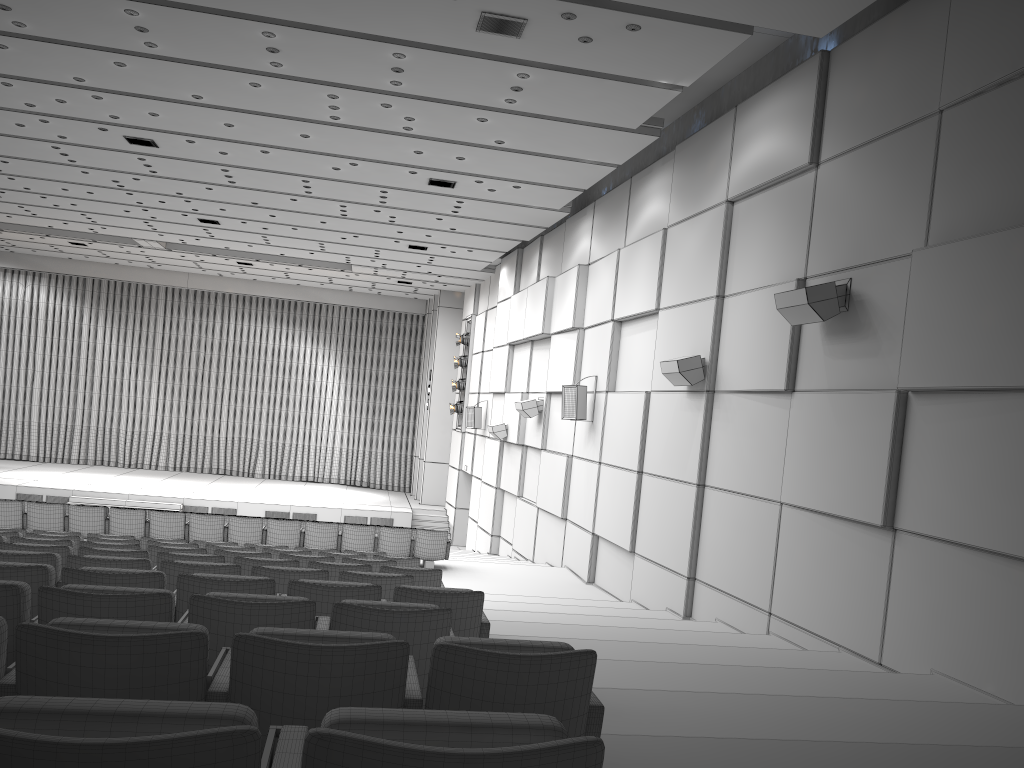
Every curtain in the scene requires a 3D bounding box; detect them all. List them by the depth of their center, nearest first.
[{"bbox_3d":[-10.871,-0.232,29.727,16.149,6.531,1.425,6,2,-10],"label":"curtain"}]

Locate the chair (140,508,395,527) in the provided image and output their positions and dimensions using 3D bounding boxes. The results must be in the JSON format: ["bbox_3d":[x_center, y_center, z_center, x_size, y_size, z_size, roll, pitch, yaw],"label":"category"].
[{"bbox_3d":[-5.562,3.430,20.820,6.057,0.623,0.611,6,0,-10],"label":"chair"}]

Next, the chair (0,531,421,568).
[{"bbox_3d":[-7.697,1.439,8.179,13.766,0.623,0.611,6,0,-10],"label":"chair"}]

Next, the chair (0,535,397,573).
[{"bbox_3d":[-7.525,1.267,7.086,13.215,0.623,0.611,6,0,-10],"label":"chair"}]

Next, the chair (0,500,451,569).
[{"bbox_3d":[-4.218,2.239,13.186,6.608,0.623,0.611,6,0,-10],"label":"chair"}]

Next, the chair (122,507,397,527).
[{"bbox_3d":[-5.413,3.255,19.717,6.607,0.623,0.611,6,0,-10],"label":"chair"}]

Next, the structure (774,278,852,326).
[{"bbox_3d":[2.695,-0.747,7.953,0.471,0.418,0.519,5,0,-14],"label":"structure"}]

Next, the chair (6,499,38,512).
[{"bbox_3d":[-13.239,2.471,18.342,6.607,0.623,0.611,6,0,-10],"label":"chair"}]

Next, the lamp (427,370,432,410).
[{"bbox_3d":[-2.447,0.212,27.726,0.437,1.480,0.384,5,2,-14],"label":"lamp"}]

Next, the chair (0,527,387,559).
[{"bbox_3d":[-7.923,1.605,9.263,13.215,0.623,0.611,6,0,-10],"label":"chair"}]

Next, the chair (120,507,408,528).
[{"bbox_3d":[-5.197,3.088,18.631,6.057,0.623,0.611,6,0,-10],"label":"chair"}]

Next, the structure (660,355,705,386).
[{"bbox_3d":[2.055,-0.183,10.429,0.471,0.418,0.519,5,0,-13],"label":"structure"}]

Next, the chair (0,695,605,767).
[{"bbox_3d":[-6.330,0.251,0.556,13.215,0.623,0.611,6,0,-10],"label":"chair"}]

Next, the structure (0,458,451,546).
[{"bbox_3d":[-10.641,3.391,26.779,17.840,0.847,8.302,6,-2,-10],"label":"structure"}]

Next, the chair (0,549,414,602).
[{"bbox_3d":[-7.126,0.928,4.909,13.215,0.623,0.611,6,0,-10],"label":"chair"}]

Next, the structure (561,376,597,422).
[{"bbox_3d":[1.059,0.216,14.002,0.407,0.745,0.411,6,2,38],"label":"structure"}]

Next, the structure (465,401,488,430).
[{"bbox_3d":[-0.887,0.763,22.183,0.407,0.745,0.411,6,2,38],"label":"structure"}]

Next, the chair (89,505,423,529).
[{"bbox_3d":[-5.014,2.917,17.540,6.607,0.623,0.611,6,0,-10],"label":"chair"}]

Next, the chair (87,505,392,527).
[{"bbox_3d":[-4.798,2.749,16.454,6.057,0.623,0.611,6,0,-10],"label":"chair"}]

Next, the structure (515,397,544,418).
[{"bbox_3d":[0.335,0.443,17.013,0.471,0.418,0.519,5,0,-14],"label":"structure"}]

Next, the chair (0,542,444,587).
[{"bbox_3d":[-7.299,1.100,6.002,13.766,0.623,0.611,6,0,-10],"label":"chair"}]

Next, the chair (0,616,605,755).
[{"bbox_3d":[-6.502,0.423,1.649,13.766,0.623,0.611,6,0,-10],"label":"chair"}]

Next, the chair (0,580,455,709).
[{"bbox_3d":[-6.728,0.589,2.732,13.215,0.623,0.611,6,0,-10],"label":"chair"}]

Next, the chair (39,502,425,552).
[{"bbox_3d":[-4.400,2.410,14.278,6.057,0.623,0.611,6,0,-10],"label":"chair"}]

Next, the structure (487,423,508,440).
[{"bbox_3d":[-0.270,1.010,19.501,0.471,0.418,0.519,5,0,-13],"label":"structure"}]

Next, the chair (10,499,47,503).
[{"bbox_3d":[-13.388,2.646,19.445,6.057,0.623,0.611,6,0,-10],"label":"chair"}]

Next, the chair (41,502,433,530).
[{"bbox_3d":[-4.616,2.578,15.363,6.607,0.623,0.611,6,0,-10],"label":"chair"}]

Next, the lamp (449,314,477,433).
[{"bbox_3d":[-1.338,-0.290,25.298,0.756,3.346,1.018,5,2,-14],"label":"lamp"}]

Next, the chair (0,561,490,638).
[{"bbox_3d":[-6.901,0.761,3.825,13.766,0.623,0.611,6,0,-10],"label":"chair"}]
